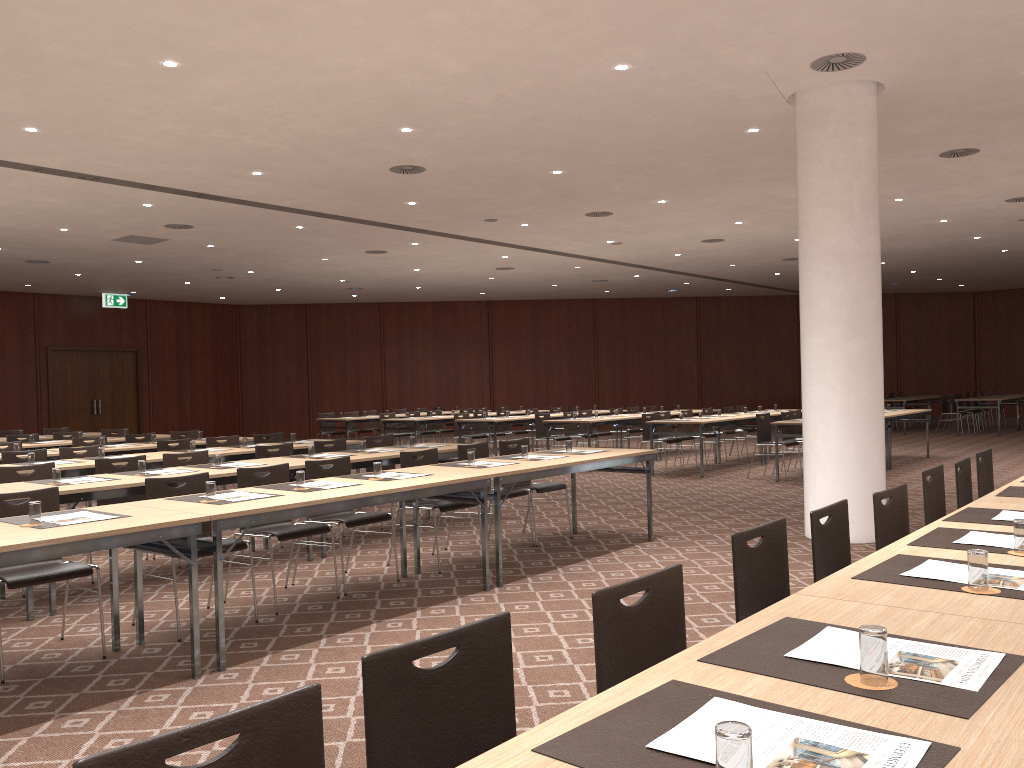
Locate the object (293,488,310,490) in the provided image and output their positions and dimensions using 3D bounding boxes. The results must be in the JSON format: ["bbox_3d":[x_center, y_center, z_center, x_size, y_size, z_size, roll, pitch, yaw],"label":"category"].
[{"bbox_3d":[-1.344,0.669,5.659,0.102,0.001,0.102,-2,0,6],"label":"object"}]

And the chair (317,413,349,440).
[{"bbox_3d":[-3.895,1.093,19.153,0.614,0.939,0.535,-1,1,41],"label":"chair"}]

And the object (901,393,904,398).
[{"bbox_3d":[9.895,0.298,22.471,0.054,0.114,0.054,-1,1,6],"label":"object"}]

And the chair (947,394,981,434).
[{"bbox_3d":[10.732,0.700,21.083,0.614,0.939,0.535,-1,1,40],"label":"chair"}]

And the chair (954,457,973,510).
[{"bbox_3d":[2.876,0.923,5.280,0.614,0.939,0.535,-1,1,37],"label":"chair"}]

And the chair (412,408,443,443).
[{"bbox_3d":[-2.071,1.042,21.371,0.614,0.939,0.535,-1,1,37],"label":"chair"}]

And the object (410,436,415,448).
[{"bbox_3d":[-1.028,0.600,9.172,0.054,0.114,0.054,-1,1,6],"label":"object"}]

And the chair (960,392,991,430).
[{"bbox_3d":[11.753,0.672,22.507,0.614,0.939,0.535,-1,1,39],"label":"chair"}]

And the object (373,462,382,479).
[{"bbox_3d":[-0.934,0.600,6.159,0.054,0.114,0.054,-1,1,6],"label":"object"}]

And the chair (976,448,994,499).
[{"bbox_3d":[3.317,0.910,5.871,0.614,0.939,0.535,-1,1,40],"label":"chair"}]

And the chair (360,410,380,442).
[{"bbox_3d":[-3.111,1.071,20.202,0.614,0.939,0.535,-1,1,37],"label":"chair"}]

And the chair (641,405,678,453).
[{"bbox_3d":[2.996,0.909,18.019,0.614,0.939,0.535,-1,1,38],"label":"chair"}]

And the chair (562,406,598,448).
[{"bbox_3d":[1.475,0.949,19.386,0.614,0.939,0.535,-1,1,42],"label":"chair"}]

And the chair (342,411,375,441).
[{"bbox_3d":[-3.434,1.080,19.647,0.614,0.939,0.535,-1,1,38],"label":"chair"}]

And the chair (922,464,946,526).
[{"bbox_3d":[2.505,0.933,4.883,0.614,0.939,0.535,-1,1,39],"label":"chair"}]

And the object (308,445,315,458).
[{"bbox_3d":[-1.850,0.623,8.176,0.054,0.114,0.054,-2,1,-17],"label":"object"}]

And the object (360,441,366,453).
[{"bbox_3d":[-1.454,0.612,8.672,0.054,0.114,0.054,-2,1,-17],"label":"object"}]

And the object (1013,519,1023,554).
[{"bbox_3d":[1.781,0.530,3.093,0.054,0.114,0.054,-1,1,6],"label":"object"}]

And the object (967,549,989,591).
[{"bbox_3d":[1.358,0.541,2.584,0.054,0.114,0.054,-1,1,6],"label":"object"}]

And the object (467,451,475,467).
[{"bbox_3d":[-0.318,0.583,6.900,0.054,0.114,0.054,-1,1,6],"label":"object"}]

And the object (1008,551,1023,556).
[{"bbox_3d":[1.776,0.587,3.075,0.102,0.001,0.102,-2,0,6],"label":"object"}]

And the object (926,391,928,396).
[{"bbox_3d":[11.341,0.257,24.225,0.054,0.114,0.054,-2,1,-17],"label":"object"}]

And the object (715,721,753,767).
[{"bbox_3d":[0.333,0.570,1.329,0.054,0.114,0.054,-2,1,-17],"label":"object"}]

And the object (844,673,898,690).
[{"bbox_3d":[0.743,0.616,1.835,0.102,0.001,0.102,-2,0,6],"label":"object"}]

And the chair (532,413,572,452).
[{"bbox_3d":[0.671,0.974,15.356,0.614,0.939,0.535,-1,1,39],"label":"chair"}]

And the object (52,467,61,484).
[{"bbox_3d":[-3.293,0.663,6.414,0.054,0.114,0.054,-2,1,-17],"label":"object"}]

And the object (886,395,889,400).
[{"bbox_3d":[9.084,0.320,21.461,0.054,0.114,0.054,-1,1,6],"label":"object"}]

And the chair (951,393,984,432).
[{"bbox_3d":[11.103,0.690,21.647,0.614,0.939,0.535,-1,1,42],"label":"chair"}]

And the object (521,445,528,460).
[{"bbox_3d":[0.107,0.571,7.403,0.054,0.114,0.054,-1,1,6],"label":"object"}]

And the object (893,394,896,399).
[{"bbox_3d":[9.478,0.309,21.968,0.054,0.114,0.054,-1,1,6],"label":"object"}]

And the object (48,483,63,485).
[{"bbox_3d":[-3.301,0.721,6.407,0.102,0.001,0.102,-2,0,28],"label":"object"}]

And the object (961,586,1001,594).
[{"bbox_3d":[1.363,0.599,2.577,0.102,0.001,0.102,-2,0,6],"label":"object"}]

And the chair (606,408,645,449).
[{"bbox_3d":[2.153,0.933,17.062,0.614,0.939,0.535,-1,1,42],"label":"chair"}]

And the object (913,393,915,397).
[{"bbox_3d":[10.524,0.280,23.213,0.054,0.114,0.054,-2,1,-17],"label":"object"}]

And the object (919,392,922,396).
[{"bbox_3d":[10.928,0.269,23.713,0.054,0.114,0.054,-2,1,-17],"label":"object"}]

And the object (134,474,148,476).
[{"bbox_3d":[-2.898,0.709,6.919,0.102,0.001,0.102,-2,0,28],"label":"object"}]

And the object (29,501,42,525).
[{"bbox_3d":[-2.367,0.640,4.403,0.054,0.114,0.054,-2,1,-17],"label":"object"}]

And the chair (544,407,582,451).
[{"bbox_3d":[1.073,0.960,18.829,0.614,0.939,0.535,-1,1,40],"label":"chair"}]

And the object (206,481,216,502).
[{"bbox_3d":[-1.751,0.623,5.153,0.054,0.114,0.054,-1,1,6],"label":"object"}]

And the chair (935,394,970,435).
[{"bbox_3d":[10.275,0.713,20.710,0.614,0.939,0.535,-1,1,42],"label":"chair"}]

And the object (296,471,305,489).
[{"bbox_3d":[-1.347,0.611,5.650,0.054,0.114,0.054,-1,1,6],"label":"object"}]

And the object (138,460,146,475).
[{"bbox_3d":[-2.889,0.652,6.923,0.054,0.114,0.054,-2,1,-17],"label":"object"}]

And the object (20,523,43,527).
[{"bbox_3d":[-2.378,0.697,4.389,0.102,0.001,0.102,-2,0,6],"label":"object"}]

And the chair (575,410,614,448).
[{"bbox_3d":[1.496,0.951,16.358,0.614,0.939,0.535,-1,1,41],"label":"chair"}]

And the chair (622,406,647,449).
[{"bbox_3d":[2.565,0.921,17.658,0.614,0.939,0.535,-1,1,42],"label":"chair"}]

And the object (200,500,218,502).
[{"bbox_3d":[-1.759,0.680,5.148,0.102,0.001,0.102,-2,0,6],"label":"object"}]

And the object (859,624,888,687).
[{"bbox_3d":[0.745,0.558,1.828,0.054,0.114,0.054,-2,1,-17],"label":"object"}]

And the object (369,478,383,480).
[{"bbox_3d":[-0.943,0.658,6.147,0.102,0.001,0.102,-2,0,6],"label":"object"}]

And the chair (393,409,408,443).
[{"bbox_3d":[-2.525,1.055,20.914,0.614,0.939,0.535,-1,1,42],"label":"chair"}]

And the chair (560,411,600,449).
[{"bbox_3d":[1.183,0.960,15.815,0.614,0.939,0.535,-1,1,37],"label":"chair"}]

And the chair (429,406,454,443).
[{"bbox_3d":[-1.678,1.031,21.943,0.614,0.939,0.535,-1,1,38],"label":"chair"}]

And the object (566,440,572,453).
[{"bbox_3d":[0.509,0.560,7.915,0.054,0.114,0.054,-1,1,6],"label":"object"}]

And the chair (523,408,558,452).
[{"bbox_3d":[0.555,0.975,18.362,0.614,0.939,0.535,-1,1,39],"label":"chair"}]
